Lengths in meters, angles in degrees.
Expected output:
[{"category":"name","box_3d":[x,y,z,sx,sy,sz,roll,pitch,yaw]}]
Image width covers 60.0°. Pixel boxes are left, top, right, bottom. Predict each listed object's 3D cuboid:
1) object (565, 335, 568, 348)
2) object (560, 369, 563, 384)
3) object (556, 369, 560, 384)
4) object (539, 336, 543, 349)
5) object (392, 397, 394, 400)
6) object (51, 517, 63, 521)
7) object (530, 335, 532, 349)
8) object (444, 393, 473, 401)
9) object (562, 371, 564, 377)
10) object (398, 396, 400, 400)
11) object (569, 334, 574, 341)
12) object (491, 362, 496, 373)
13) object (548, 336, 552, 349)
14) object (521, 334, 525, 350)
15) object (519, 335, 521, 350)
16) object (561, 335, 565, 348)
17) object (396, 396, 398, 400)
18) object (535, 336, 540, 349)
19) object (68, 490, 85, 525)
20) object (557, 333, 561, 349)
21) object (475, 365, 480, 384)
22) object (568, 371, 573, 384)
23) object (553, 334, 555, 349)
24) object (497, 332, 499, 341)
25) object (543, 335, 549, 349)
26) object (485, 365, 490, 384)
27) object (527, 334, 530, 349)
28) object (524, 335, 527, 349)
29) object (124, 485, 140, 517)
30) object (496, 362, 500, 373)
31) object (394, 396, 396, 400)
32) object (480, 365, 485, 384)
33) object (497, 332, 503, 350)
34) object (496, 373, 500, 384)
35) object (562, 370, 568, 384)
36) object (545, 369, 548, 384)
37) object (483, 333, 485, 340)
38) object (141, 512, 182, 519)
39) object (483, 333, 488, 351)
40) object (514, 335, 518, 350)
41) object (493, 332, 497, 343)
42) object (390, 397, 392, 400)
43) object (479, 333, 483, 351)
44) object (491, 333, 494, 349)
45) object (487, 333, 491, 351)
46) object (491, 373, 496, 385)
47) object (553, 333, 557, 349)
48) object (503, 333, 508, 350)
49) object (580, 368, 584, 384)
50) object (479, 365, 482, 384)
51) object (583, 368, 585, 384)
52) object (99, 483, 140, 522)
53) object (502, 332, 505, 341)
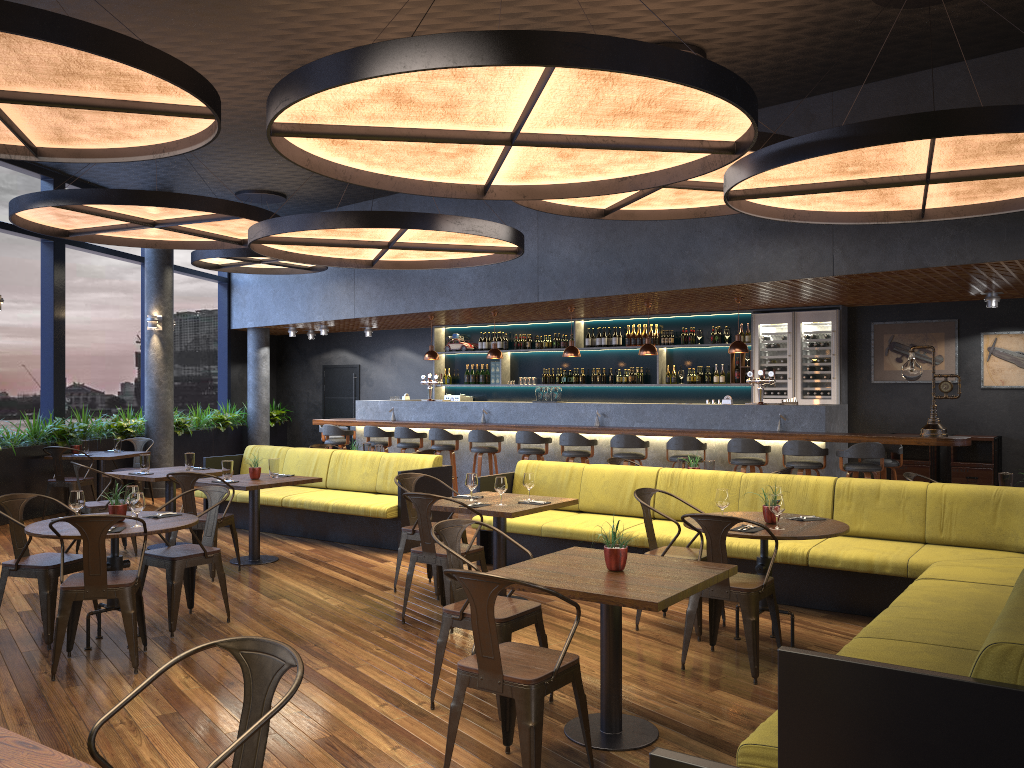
[{"category":"object","box_3d":[0.881,-0.682,14.376,0.068,0.217,0.068,0,0,39]},{"category":"object","box_3d":[0.800,-0.121,14.536,0.063,0.254,0.063,0,0,7]},{"category":"object","box_3d":[0.753,-0.121,14.461,0.063,0.254,0.063,0,0,-28]},{"category":"object","box_3d":[0.480,-0.681,14.652,0.068,0.217,0.068,0,0,-36]},{"category":"object","box_3d":[-1.955,0.235,14.565,0.042,0.059,0.042,0,0,32]},{"category":"object","box_3d":[-2.821,0.870,5.734,0.255,0.019,0.157,0,0,13]},{"category":"object","box_3d":[0.308,-0.698,14.808,0.063,0.254,0.063,0,0,-18]},{"category":"object","box_3d":[-0.983,0.450,15.437,0.355,0.569,0.550,0,0,35]},{"category":"object","box_3d":[0.853,-0.106,14.457,0.088,0.224,0.088,0,0,-1]},{"category":"object","box_3d":[-1.878,0.236,14.687,0.042,0.059,0.042,0,0,32]},{"category":"object","box_3d":[0.959,-0.686,14.243,0.088,0.224,0.088,0,0,-41]},{"category":"object","box_3d":[-0.300,-0.280,15.128,0.098,0.192,0.080,0,0,35]},{"category":"object","box_3d":[0.621,-0.684,14.605,0.088,0.224,0.088,0,0,29]},{"category":"object","box_3d":[0.183,-0.698,14.784,0.063,0.254,0.063,0,0,7]},{"category":"object","box_3d":[0.143,-0.698,14.908,0.063,0.254,0.063,0,0,12]},{"category":"object","box_3d":[0.823,-0.682,14.303,0.068,0.217,0.068,0,0,19]},{"category":"object","box_3d":[-1.907,0.236,14.646,0.042,0.059,0.042,0,0,32]},{"category":"object","box_3d":[0.420,-0.681,14.581,0.068,0.217,0.068,0,0,24]},{"category":"object","box_3d":[-2.739,0.776,5.581,0.097,0.206,0.097,0,0,-14]},{"category":"object","box_3d":[0.766,-0.699,14.490,0.063,0.254,0.063,0,0,-28]},{"category":"object","box_3d":[-0.603,-0.161,15.436,0.094,0.340,0.094,0,0,-33]},{"category":"object","box_3d":[0.947,-0.107,14.420,0.088,0.224,0.088,0,0,9]},{"category":"object","box_3d":[0.710,-0.699,14.558,0.063,0.254,0.063,0,0,42]},{"category":"object","box_3d":[-0.227,-0.726,15.157,0.085,0.310,0.086,0,0,-28]},{"category":"object","box_3d":[0.554,-0.684,14.523,0.088,0.224,0.088,0,0,29]},{"category":"object","box_3d":[-0.427,-0.162,15.327,0.094,0.340,0.094,0,0,-33]},{"category":"object","box_3d":[0.274,-0.698,14.698,0.063,0.254,0.063,0,0,-38]},{"category":"object","box_3d":[0.220,-0.698,14.858,0.063,0.254,0.063,0,0,7]},{"category":"object","box_3d":[-2.511,0.777,5.861,0.097,0.206,0.097,0,0,6]},{"category":"object","box_3d":[-0.218,-0.280,15.070,0.098,0.192,0.080,0,0,35]},{"category":"object","box_3d":[-1.922,0.236,14.597,0.042,0.059,0.042,0,0,32]},{"category":"object","box_3d":[-0.504,-0.162,15.255,0.094,0.340,0.094,0,0,-16]},{"category":"object","box_3d":[-0.204,-0.726,15.023,0.085,0.310,0.086,0,0,-22]},{"category":"object","box_3d":[-0.218,-0.088,15.069,0.098,0.192,0.080,0,0,35]},{"category":"object","box_3d":[0.860,-0.107,14.343,0.088,0.224,0.088,0,0,-41]},{"category":"object","box_3d":[0.571,-0.121,14.635,0.063,0.254,0.063,0,0,27]},{"category":"object","box_3d":[-0.478,-0.725,15.328,0.085,0.310,0.086,0,0,-15]},{"category":"object","box_3d":[-2.338,0.870,5.885,0.157,0.019,0.255,0,0,33]},{"category":"object","box_3d":[-0.457,-0.726,15.195,0.085,0.310,0.086,0,0,-28]},{"category":"object","box_3d":[0.072,-0.698,14.825,0.063,0.254,0.063,0,0,17]},{"category":"object","box_3d":[-0.288,-0.726,15.084,0.085,0.310,0.086,0,0,-36]},{"category":"object","box_3d":[-1.983,0.235,14.527,0.042,0.059,0.042,0,0,32]},{"category":"object","box_3d":[-0.532,-0.725,15.249,0.085,0.310,0.086,0,0,-22]},{"category":"object","box_3d":[-0.320,-0.726,15.213,0.085,0.310,0.086,0,0,-28]},{"category":"object","box_3d":[-0.400,-0.726,15.270,0.085,0.310,0.086,0,0,-44]},{"category":"object","box_3d":[-0.300,-0.088,15.126,0.098,0.192,0.080,0,0,35]},{"category":"object","box_3d":[0.705,-0.700,14.424,0.063,0.254,0.063,0,0,-8]},{"category":"object","box_3d":[-0.105,-0.709,14.961,0.083,0.301,0.083,0,0,42]},{"category":"object","box_3d":[1.116,-0.122,14.163,0.063,0.254,0.063,0,0,-13]},{"category":"object","box_3d":[-0.522,-0.162,15.382,0.094,0.340,0.094,0,0,44]},{"category":"object","box_3d":[1.144,-0.122,14.243,0.063,0.254,0.063,0,0,7]},{"category":"object","box_3d":[-2.506,0.741,5.658,0.260,0.271,0.238,0,0,-17]},{"category":"object","box_3d":[-0.150,-0.726,15.102,0.085,0.310,0.086,0,0,-15]}]
